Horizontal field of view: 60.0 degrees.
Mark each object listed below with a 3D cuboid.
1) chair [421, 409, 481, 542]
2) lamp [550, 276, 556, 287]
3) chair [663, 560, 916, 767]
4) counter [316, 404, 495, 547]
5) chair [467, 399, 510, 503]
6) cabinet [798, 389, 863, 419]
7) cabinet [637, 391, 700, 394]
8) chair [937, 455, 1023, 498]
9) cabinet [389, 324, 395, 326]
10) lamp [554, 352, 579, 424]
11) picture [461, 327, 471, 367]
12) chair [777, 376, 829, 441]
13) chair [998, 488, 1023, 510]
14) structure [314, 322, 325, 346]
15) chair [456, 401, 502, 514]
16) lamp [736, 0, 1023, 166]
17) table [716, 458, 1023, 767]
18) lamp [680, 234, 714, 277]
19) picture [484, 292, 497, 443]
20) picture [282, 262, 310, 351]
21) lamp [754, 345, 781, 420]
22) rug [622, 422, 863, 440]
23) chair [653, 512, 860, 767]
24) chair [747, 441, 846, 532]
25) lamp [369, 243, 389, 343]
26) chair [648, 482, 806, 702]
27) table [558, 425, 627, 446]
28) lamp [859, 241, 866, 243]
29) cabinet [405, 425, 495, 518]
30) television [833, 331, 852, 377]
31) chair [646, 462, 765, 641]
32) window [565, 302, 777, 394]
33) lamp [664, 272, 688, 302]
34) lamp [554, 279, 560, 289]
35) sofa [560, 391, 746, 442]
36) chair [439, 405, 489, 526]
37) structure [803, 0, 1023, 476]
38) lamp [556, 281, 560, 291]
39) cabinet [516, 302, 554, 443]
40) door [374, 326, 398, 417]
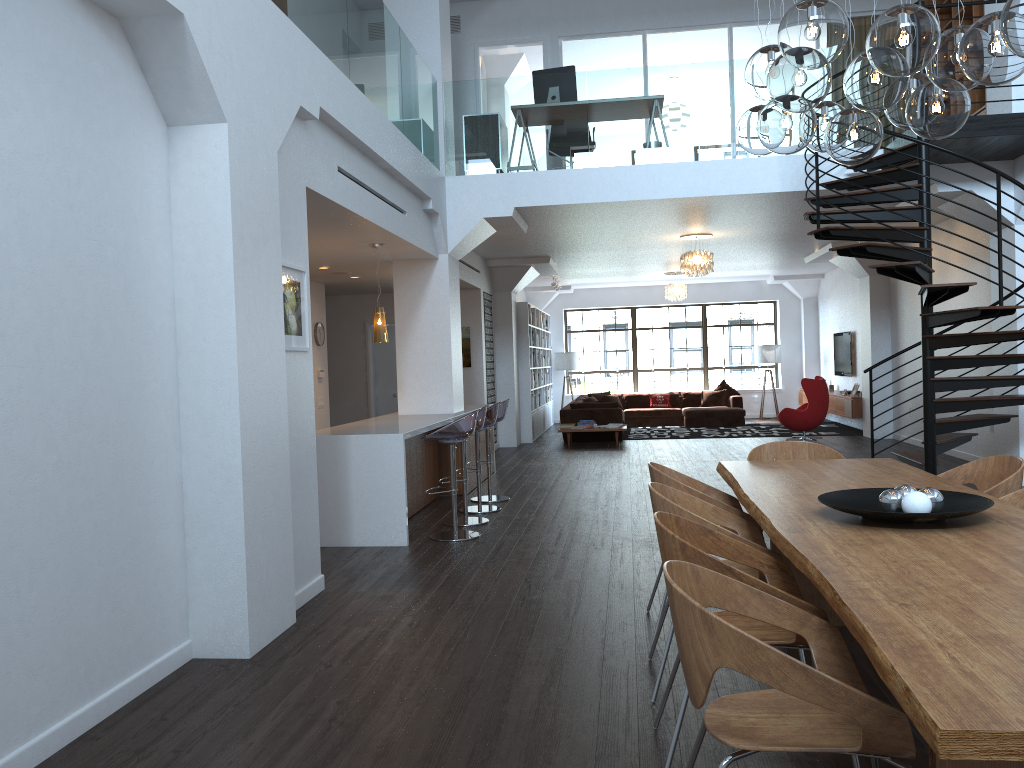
[{"bbox_3d":[-0.470,0.709,7.056,0.481,1.014,0.530,-2,1,9],"label":"chair"},{"bbox_3d":[0.788,-1.937,16.770,0.111,0.211,0.120,-1,2,42],"label":"lamp"},{"bbox_3d":[0.681,0.871,2.204,0.618,0.833,0.629,-2,1,7],"label":"chair"},{"bbox_3d":[-0.266,0.775,7.356,3.039,0.860,8.182,-2,1,-22],"label":"counter"},{"bbox_3d":[-0.238,0.659,8.941,0.481,1.014,0.530,-2,1,9],"label":"chair"},{"bbox_3d":[6.055,0.326,16.673,0.459,0.350,4.501,-2,1,7],"label":"cabinet"},{"bbox_3d":[3.523,0.492,19.419,1.520,0.625,0.350,-2,1,7],"label":"cabinet"},{"bbox_3d":[2.167,0.771,4.335,0.617,0.830,0.629,-2,1,7],"label":"chair"},{"bbox_3d":[-2.370,-0.389,15.002,0.527,2.991,2.630,-2,1,7],"label":"cabinet"},{"bbox_3d":[1.230,0.088,19.638,0.545,1.579,0.545,-2,1,-4],"label":"lamp"},{"bbox_3d":[-0.847,-0.547,13.308,0.450,0.600,0.030,-2,1,7],"label":"picture"},{"bbox_3d":[4.661,0.379,14.194,0.801,1.006,0.798,-1,2,33],"label":"chair"},{"bbox_3d":[2.063,0.793,3.574,0.618,0.833,0.629,-2,1,9],"label":"chair"},{"bbox_3d":[-2.477,-0.641,11.415,0.040,0.300,0.300,-2,1,7],"label":"structure"},{"bbox_3d":[-0.319,0.676,8.316,0.481,1.014,0.530,-2,1,5],"label":"chair"},{"bbox_3d":[1.383,-1.993,3.503,0.849,2.140,1.787,-2,1,6],"label":"lamp"},{"bbox_3d":[1.445,0.863,3.252,1.012,0.750,3.803,-2,1,8],"label":"table"},{"bbox_3d":[2.477,-1.714,11.888,0.442,0.539,0.441,-3,2,-40],"label":"lamp"},{"bbox_3d":[-0.335,-0.232,13.906,0.021,2.380,0.800,-2,1,8],"label":"picture"},{"bbox_3d":[-1.277,-0.443,5.149,0.018,0.500,0.500,-2,1,7],"label":"picture"},{"bbox_3d":[5.492,-0.044,18.980,0.545,1.579,0.545,-2,1,18],"label":"lamp"},{"bbox_3d":[4.086,0.851,16.319,4.200,0.007,3.100,-2,1,9],"label":"rug"},{"bbox_3d":[0.779,0.851,2.965,0.618,0.833,0.629,-2,1,7],"label":"chair"},{"bbox_3d":[1.688,0.770,5.161,0.629,0.833,0.618,-2,1,2],"label":"chair"},{"bbox_3d":[-0.261,-1.338,9.052,2.842,1.807,0.149,-3,2,-43],"label":"lamp"},{"bbox_3d":[0.877,0.831,3.722,0.618,0.833,0.629,-2,1,7],"label":"chair"},{"bbox_3d":[1.342,0.851,14.629,1.100,0.271,0.853,-2,1,7],"label":"table"},{"bbox_3d":[4.758,-1.968,12.051,0.111,0.211,0.120,-1,2,42],"label":"lamp"},{"bbox_3d":[-0.964,0.783,9.085,0.898,0.796,4.493,-2,1,7],"label":"cabinet"},{"bbox_3d":[6.173,-0.555,16.569,0.013,0.816,1.324,-2,1,7],"label":"television"},{"bbox_3d":[0.994,0.809,4.494,0.618,0.833,0.629,-2,1,5],"label":"chair"},{"bbox_3d":[3.547,-0.785,19.931,4.648,1.905,0.114,-2,1,7],"label":"window"},{"bbox_3d":[3.124,-1.849,16.906,0.442,0.539,0.441,-3,2,-40],"label":"lamp"},{"bbox_3d":[0.853,-1.950,17.272,0.120,0.211,0.111,-3,2,-33],"label":"lamp"},{"bbox_3d":[2.796,0.551,16.991,3.481,0.664,4.197,-2,1,7],"label":"sofa"},{"bbox_3d":[-0.417,0.693,7.686,0.481,1.014,0.530,-2,1,5],"label":"chair"},{"bbox_3d":[3.594,-1.114,7.705,1.998,4.352,1.998,-3,2,-32],"label":"structure"},{"bbox_3d":[0.920,-1.964,17.786,0.120,0.211,0.111,-2,1,-18],"label":"lamp"},{"bbox_3d":[0.369,-0.249,17.391,0.461,2.414,4.500,-2,1,7],"label":"cabinet"},{"bbox_3d":[-2.214,0.090,14.337,0.826,2.032,0.174,-2,1,7],"label":"door"}]
